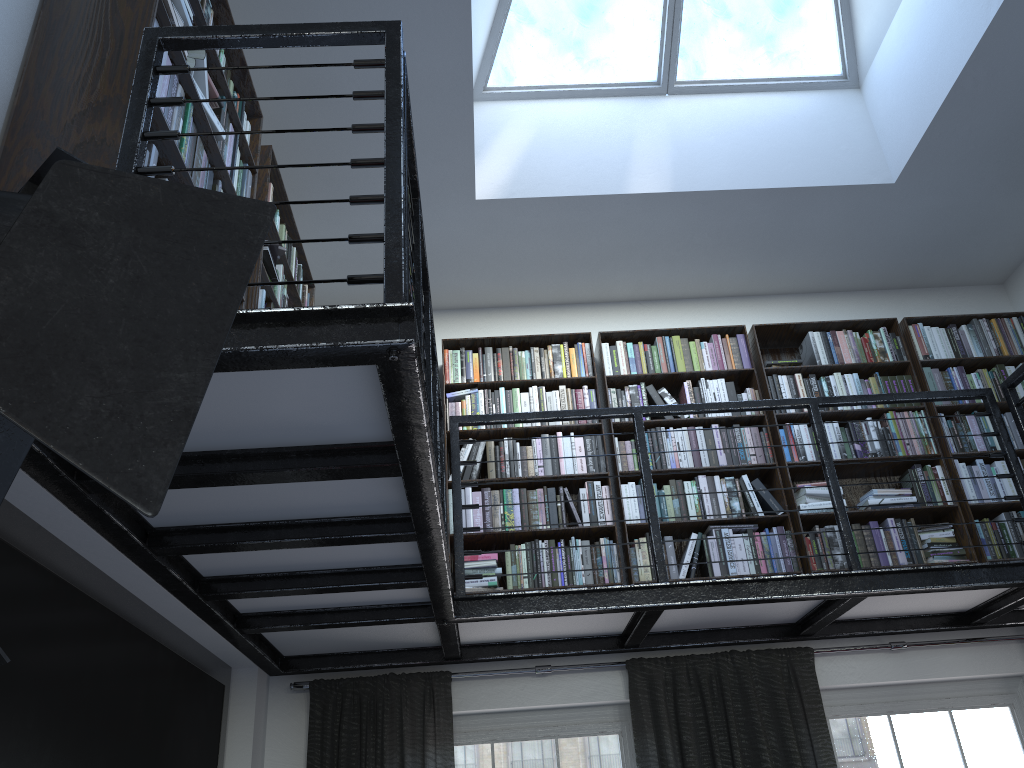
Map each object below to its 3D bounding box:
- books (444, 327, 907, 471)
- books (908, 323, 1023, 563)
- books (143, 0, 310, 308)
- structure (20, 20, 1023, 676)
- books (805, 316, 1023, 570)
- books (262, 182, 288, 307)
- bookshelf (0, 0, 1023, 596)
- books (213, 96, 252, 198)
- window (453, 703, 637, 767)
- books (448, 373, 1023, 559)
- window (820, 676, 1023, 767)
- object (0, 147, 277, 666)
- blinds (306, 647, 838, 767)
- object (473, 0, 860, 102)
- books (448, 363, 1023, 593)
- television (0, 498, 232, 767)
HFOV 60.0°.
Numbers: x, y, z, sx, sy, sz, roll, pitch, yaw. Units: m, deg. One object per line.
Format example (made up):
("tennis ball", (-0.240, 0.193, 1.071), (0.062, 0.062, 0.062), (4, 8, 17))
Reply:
("books", (0.951, 0.132, 4.986), (2.637, 0.841, 0.210), (-3, -29, -3))
("books", (0.975, 0.381, 4.837), (4.436, 1.436, 0.223), (-3, -29, -3))
("books", (-1.063, -0.359, 3.171), (0.315, 1.447, 2.169), (-3, -28, -3))
("structure", (1.139, 0.926, 2.127), (4.489, 3.411, 4.538), (-3, -29, -3))
("books", (0.968, 0.151, 4.416), (4.436, 1.453, 1.264), (-4, -29, -2))
("books", (1.025, -0.442, 3.297), (4.377, 1.432, 2.168), (-3, -29, -4))
("bookshelf", (1.015, -0.191, 3.615), (4.476, 1.644, 3.036), (-3, -28, -3))
("books", (1.017, -0.184, 3.492), (4.336, 1.159, 1.571), (-3, -29, -4))
("window", (0.107, 2.347, 4.045), (1.167, 1.632, 0.131), (-3, -29, -3))
("books", (0.975, 0.389, 4.827), (4.442, 1.420, 0.238), (-3, -29, -3))
("window", (2.108, 2.247, 4.150), (1.167, 1.632, 0.131), (-3, -29, -3))
("object", (-0.379, 0.411, 0.150), (0.606, 1.605, 0.540), (-27, -36, 35))
("blinds", (0.335, 2.416, 3.772), (2.508, 2.426, 0.123), (-3, -29, -3))
("object", (0.863, -2.166, 4.657), (2.221, 0.644, 1.165), (-3, -28, -3))
("books", (1.357, 0.501, 4.792), (3.392, 1.141, 0.236), (-3, -29, -3))
("television", (-1.166, 1.612, 2.070), (0.117, 2.468, 3.296), (-3, -29, -3))
